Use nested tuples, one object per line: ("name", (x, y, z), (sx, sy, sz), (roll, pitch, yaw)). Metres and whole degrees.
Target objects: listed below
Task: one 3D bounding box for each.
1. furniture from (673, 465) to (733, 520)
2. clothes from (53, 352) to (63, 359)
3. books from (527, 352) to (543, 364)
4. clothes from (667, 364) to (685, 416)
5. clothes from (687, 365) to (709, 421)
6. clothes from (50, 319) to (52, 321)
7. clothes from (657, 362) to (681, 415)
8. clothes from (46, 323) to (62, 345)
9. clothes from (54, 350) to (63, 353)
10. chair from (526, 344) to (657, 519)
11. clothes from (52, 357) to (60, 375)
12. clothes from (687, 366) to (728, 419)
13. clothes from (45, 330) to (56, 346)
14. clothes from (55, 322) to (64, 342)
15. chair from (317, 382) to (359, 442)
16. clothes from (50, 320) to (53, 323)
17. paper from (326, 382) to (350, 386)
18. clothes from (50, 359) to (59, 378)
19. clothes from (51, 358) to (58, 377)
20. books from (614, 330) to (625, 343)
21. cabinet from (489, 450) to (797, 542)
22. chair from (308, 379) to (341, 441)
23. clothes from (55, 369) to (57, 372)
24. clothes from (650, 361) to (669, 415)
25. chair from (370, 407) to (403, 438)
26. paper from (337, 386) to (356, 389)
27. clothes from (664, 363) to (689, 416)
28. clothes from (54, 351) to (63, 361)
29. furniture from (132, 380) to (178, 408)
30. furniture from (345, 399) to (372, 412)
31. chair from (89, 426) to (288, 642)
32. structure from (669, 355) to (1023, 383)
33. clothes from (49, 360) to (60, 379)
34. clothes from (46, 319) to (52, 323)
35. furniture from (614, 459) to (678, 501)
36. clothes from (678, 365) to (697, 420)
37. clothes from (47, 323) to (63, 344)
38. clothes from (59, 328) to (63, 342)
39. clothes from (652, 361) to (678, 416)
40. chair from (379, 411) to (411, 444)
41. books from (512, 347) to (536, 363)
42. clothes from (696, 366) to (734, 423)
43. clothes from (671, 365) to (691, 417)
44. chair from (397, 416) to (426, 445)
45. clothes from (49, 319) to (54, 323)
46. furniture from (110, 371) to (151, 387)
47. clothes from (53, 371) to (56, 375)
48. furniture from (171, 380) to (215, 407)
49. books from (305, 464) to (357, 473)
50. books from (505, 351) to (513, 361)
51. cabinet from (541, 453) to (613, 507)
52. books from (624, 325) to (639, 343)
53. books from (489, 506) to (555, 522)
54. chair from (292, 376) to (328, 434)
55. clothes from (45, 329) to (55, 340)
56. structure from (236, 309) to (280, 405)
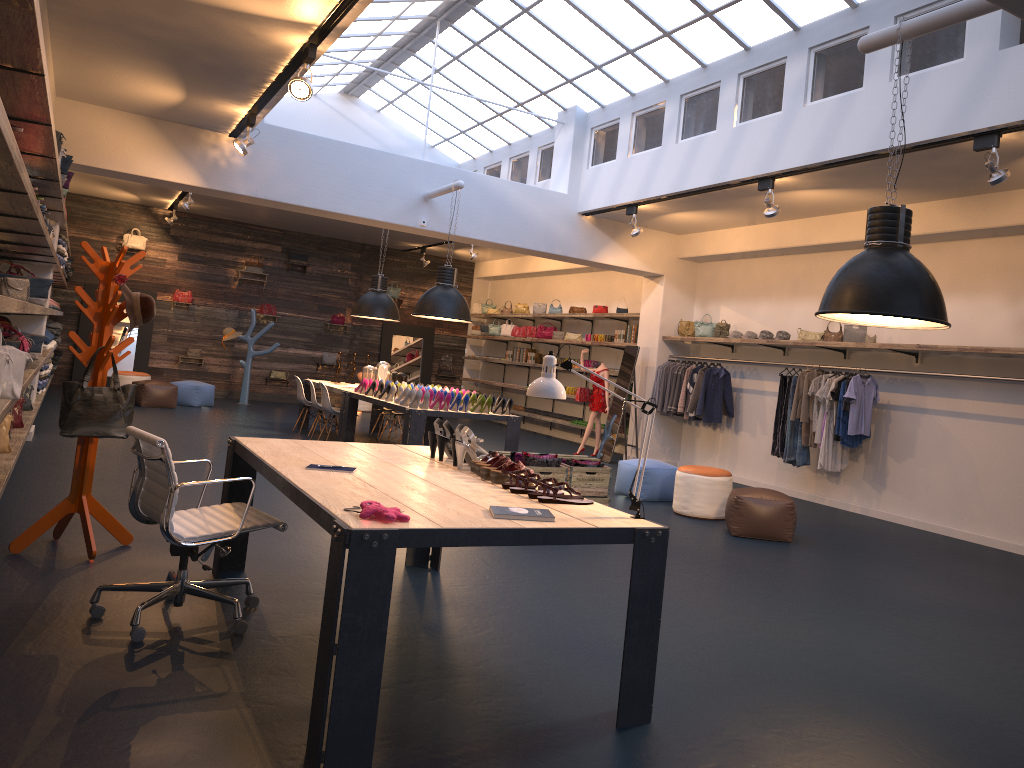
("furniture", (1.910, 1.075, 8.683), (0.618, 0.482, 0.540), (7, -1, -26))
("clothes", (-7.662, -0.396, 14.343), (0.395, 0.300, 0.304), (7, -1, -26))
("books", (0.454, -0.508, 17.260), (0.194, 0.214, 0.306), (7, -1, -28))
("clothes", (2.545, 0.100, 12.589), (0.702, 0.757, 0.119), (7, -3, -29))
("clothes", (2.697, 0.136, 12.311), (0.604, 0.798, 0.115), (8, -3, -29))
("clothes", (-8.012, -0.955, 15.054), (0.357, 0.343, 0.368), (7, -1, -22))
("clothes", (2.425, 0.073, 12.857), (0.568, 0.805, 0.174), (8, -3, -34))
("clothes", (-6.660, -0.720, 12.425), (0.400, 0.304, 0.325), (7, -1, -40))
("clothes", (-8.017, -0.450, 15.020), (0.390, 0.300, 0.602), (7, 0, -26))
("chair", (0.317, 0.217, 3.600), (0.546, 0.749, 0.168), (6, -3, 6))
("clothes", (-6.804, -0.261, 12.596), (0.373, 0.300, 0.287), (7, -1, -23))
("clothes", (2.773, 0.130, 12.176), (0.754, 0.739, 0.160), (7, -3, -32))
("clothes", (-6.409, -0.640, 11.663), (0.441, 0.241, 0.411), (6, 0, -13))
("clothes", (-7.154, -0.804, 13.394), (0.417, 0.319, 0.331), (7, -1, -42))
("chair", (-2.293, 0.394, 11.373), (0.583, 0.805, 0.431), (8, -3, -30))
("clothes", (-7.645, -0.898, 14.318), (0.357, 0.343, 0.368), (7, -1, -22))
("paper", (-2.472, 0.001, 12.416), (0.351, 0.014, 0.682), (6, 1, -18))
("clothes", (-6.531, -0.219, 12.050), (0.393, 0.300, 0.296), (7, -1, -40))
("clothes", (-6.667, -0.240, 12.323), (0.377, 0.300, 0.284), (7, -1, -29))
("books", (1.844, -0.775, 14.320), (0.192, 0.211, 0.295), (7, -1, -27))
("cabinet", (1.208, 0.991, 7.604), (2.933, 0.550, 0.708), (6, 0, -17))
("chair", (-2.568, 0.351, 11.929), (0.576, 0.805, 0.437), (7, -2, -22))
("clothes", (-7.410, -0.330, 13.652), (0.438, 0.252, 0.328), (6, 0, -20))
("clothes", (2.305, 0.064, 13.009), (0.580, 0.819, 0.113), (8, -3, -31))
("chair", (-1.801, 0.407, 13.095), (0.581, 0.805, 0.433), (7, -2, -28))
("paper", (-2.083, 0.057, 11.841), (0.323, 0.014, 0.742), (7, 1, 15))
("clothes", (2.492, 0.083, 12.722), (0.568, 0.805, 0.174), (8, -3, -34))
("clothes", (-7.808, -0.418, 14.610), (0.393, 0.300, 0.296), (7, -1, -40))
("furniture", (-5.755, 0.146, 13.955), (0.699, 0.424, 0.596), (6, 0, -45))
("furniture", (-3.115, 0.312, 17.847), (0.618, 0.482, 0.540), (7, -1, -26))
("chair", (-1.428, 0.646, 3.970), (0.640, 0.840, 0.721), (5, -2, 41))
("structure", (4.174, -0.134, 9.479), (0.041, 0.039, 8.091), (7, 1, -27))
("clothes", (-6.385, -0.197, 11.784), (0.395, 0.300, 0.304), (7, -1, -26))
("clothes", (-7.462, -0.869, 13.950), (0.357, 0.343, 0.368), (7, -1, -22))
("furniture", (1.500, 1.039, 9.555), (0.695, 0.424, 0.600), (6, 0, -30))
("clothes", (2.654, 0.120, 12.404), (0.723, 0.800, 0.162), (7, -3, -31))
("clothes", (-6.826, -0.753, 12.735), (0.417, 0.319, 0.331), (7, -1, -42))
("clothes", (-6.989, -0.771, 13.083), (0.400, 0.304, 0.325), (7, -1, -40))
("clothes", (2.333, 0.068, 12.953), (0.580, 0.819, 0.113), (8, -3, -31))
("chair", (-1.583, 0.444, 12.508), (0.583, 0.805, 0.431), (8, -3, -30))
("books", (0.244, -0.581, 17.666), (0.256, 0.289, 0.593), (7, 0, -29))
("clothes", (2.837, 0.150, 12.042), (0.723, 0.800, 0.162), (7, -3, -31))
("clothes", (2.586, 0.106, 12.508), (0.702, 0.757, 0.119), (7, -3, -29))
("chair", (-1.243, 0.494, 11.980), (0.585, 0.805, 0.429), (8, -3, -35))
("clothes", (-7.829, -0.926, 14.686), (0.357, 0.343, 0.368), (7, -1, -22))
("furniture", (-6.408, 0.032, 14.573), (0.618, 0.482, 0.540), (7, -1, -26))
("clothes", (-7.072, -0.277, 12.974), (0.438, 0.252, 0.328), (6, 0, -20))
("furniture", (-5.492, 0.153, 14.896), (0.634, 0.424, 0.661), (6, 0, 10))
("books", (-0.817, 0.378, 3.937), (0.209, 0.018, 0.134), (6, 1, -9))
("books", (0.013, -0.575, 18.041), (0.192, 0.211, 0.295), (7, -1, -27))
("cabinet", (0.553, 0.921, 7.546), (0.504, 0.551, 0.516), (7, -1, -29))
("books", (2.074, -0.781, 13.945), (0.256, 0.289, 0.593), (7, 0, -29))
("books", (0.037, 0.488, 3.265), (0.236, 0.017, 0.171), (6, 1, -12))
("chair", (-2.887, 0.304, 12.469), (0.583, 0.805, 0.431), (8, -3, -30))
("clothes", (-6.575, -0.666, 11.999), (0.454, 0.241, 0.398), (6, 0, -29))
("structure", (-4.929, -0.519, 16.452), (0.980, 1.817, 0.169), (7, -3, -6))
